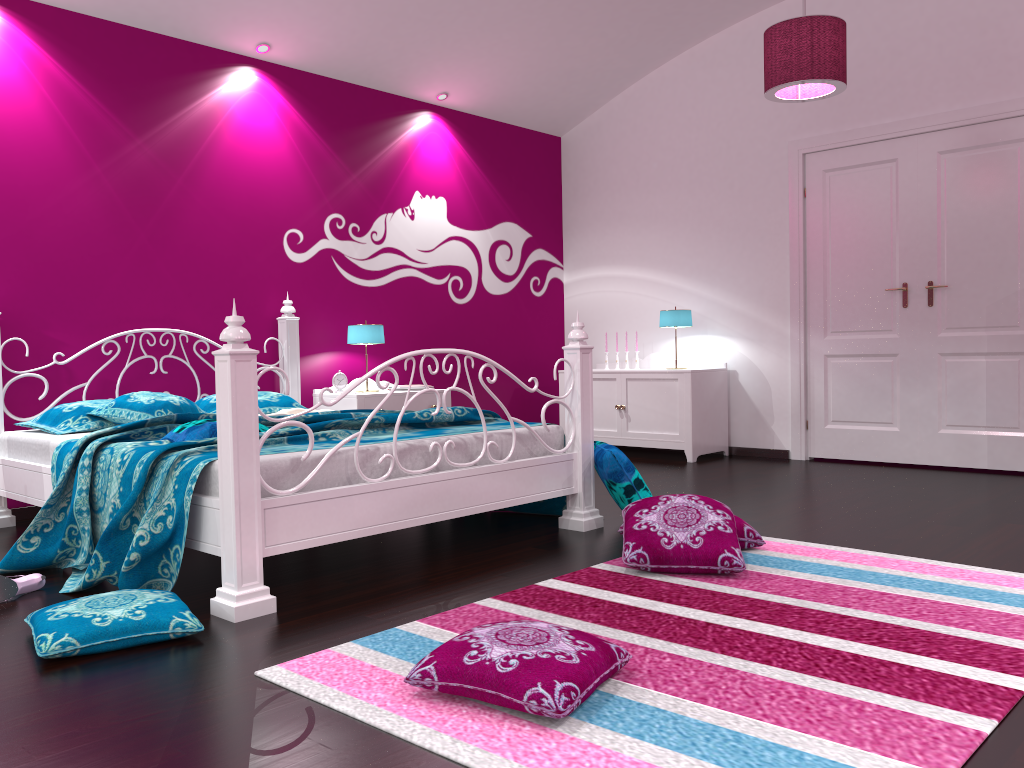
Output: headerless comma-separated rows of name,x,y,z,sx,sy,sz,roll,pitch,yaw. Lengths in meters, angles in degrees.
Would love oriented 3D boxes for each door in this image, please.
door,2.464,-0.507,5.389,1.405,2.001,0.098,1,3,43

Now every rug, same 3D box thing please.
rug,0.612,0.651,2.401,1.400,0.018,2.100,1,3,43

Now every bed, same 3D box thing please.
bed,-1.095,0.067,3.891,2.317,1.143,2.167,1,3,43

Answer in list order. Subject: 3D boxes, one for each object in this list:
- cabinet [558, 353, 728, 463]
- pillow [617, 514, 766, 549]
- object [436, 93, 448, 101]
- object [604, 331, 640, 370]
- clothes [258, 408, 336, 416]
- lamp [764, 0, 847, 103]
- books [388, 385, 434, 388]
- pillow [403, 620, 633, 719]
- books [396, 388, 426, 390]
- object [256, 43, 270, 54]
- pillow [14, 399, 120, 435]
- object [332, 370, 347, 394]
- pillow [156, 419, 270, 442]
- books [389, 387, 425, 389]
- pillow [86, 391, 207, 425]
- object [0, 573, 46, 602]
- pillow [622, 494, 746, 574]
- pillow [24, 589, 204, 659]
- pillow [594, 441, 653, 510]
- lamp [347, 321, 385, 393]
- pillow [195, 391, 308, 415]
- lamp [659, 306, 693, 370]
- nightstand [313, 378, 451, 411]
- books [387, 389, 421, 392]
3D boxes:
cabinet,0.927,0.142,6.436,1.142,0.734,0.506,1,3,43
pillow,0.669,0.543,3.364,0.400,0.142,0.429,-2,2,-23
object,-0.485,-1.995,6.129,0.085,0.058,0.080,1,3,43
object,0.809,-0.249,6.544,0.285,0.284,0.043,0,2,31
clothes,-1.033,0.307,4.408,0.553,0.376,1.036,0,2,38
lamp,0.720,-1.930,3.516,0.377,1.129,2.377,1,3,43
books,-0.648,0.017,5.615,0.221,0.012,0.300,-2,2,-24
pillow,0.022,0.616,1.989,0.401,0.107,0.419,0,2,28
books,-0.651,0.028,5.622,0.220,0.007,0.300,-2,2,-12
object,-1.436,-1.940,5.102,0.085,0.058,0.080,1,3,43
pillow,-1.893,0.143,4.197,0.401,0.141,0.717,0,3,38
object,-1.037,-0.014,5.343,0.106,0.140,0.033,-3,3,-45
pillow,-1.099,0.193,3.386,0.404,0.127,0.425,-3,2,-37
books,-0.667,0.022,5.601,0.220,0.007,0.300,-1,2,-8
pillow,-1.664,0.121,4.119,0.418,0.176,0.404,-1,2,11
object,-1.625,0.643,2.856,0.100,0.086,0.247,0,2,37
pillow,0.581,0.511,3.072,0.425,0.224,0.391,-1,2,11
pillow,-1.102,0.647,2.445,0.417,0.101,0.401,-2,2,-31
pillow,0.483,0.433,3.813,0.264,0.357,0.402,-1,2,-7
lamp,-0.895,-0.170,5.455,0.229,0.438,0.229,-1,2,-2
pillow,-1.400,0.114,4.743,0.401,0.141,0.717,1,3,45
lamp,1.144,-0.321,6.187,0.229,0.438,0.229,-1,2,-2
nightstand,-0.781,0.269,5.486,0.455,0.616,0.742,1,3,43
books,-0.654,0.036,5.611,0.220,0.007,0.300,-2,2,-17
